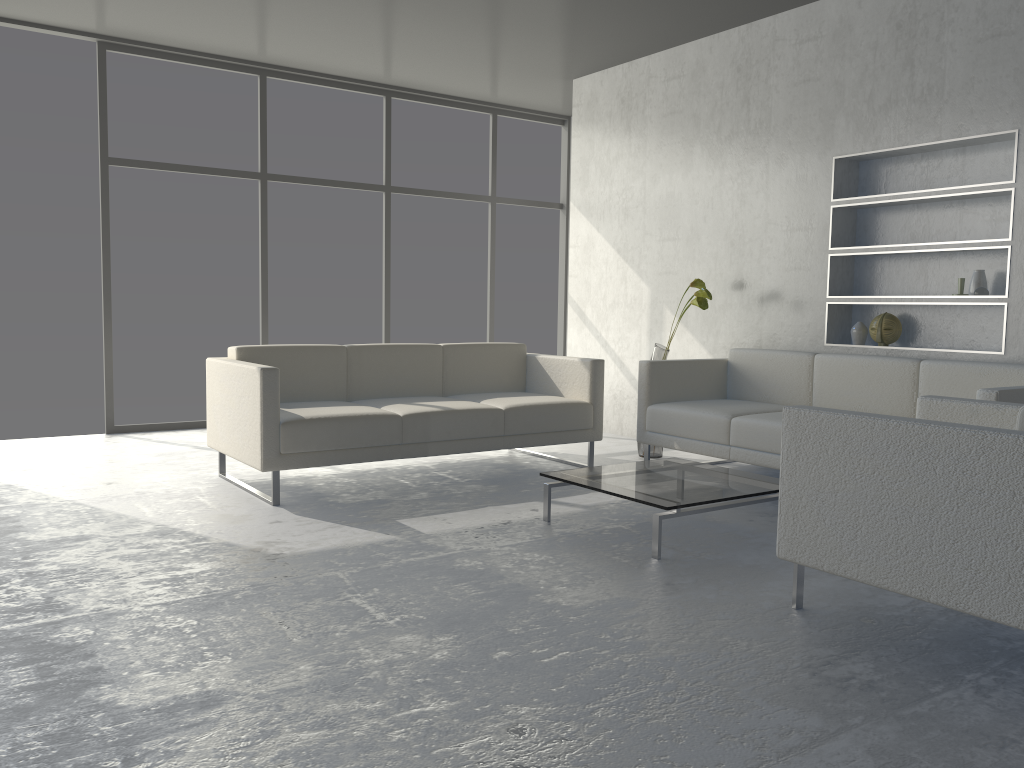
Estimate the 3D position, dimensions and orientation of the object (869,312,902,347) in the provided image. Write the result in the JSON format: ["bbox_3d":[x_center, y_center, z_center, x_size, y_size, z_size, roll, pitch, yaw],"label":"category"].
[{"bbox_3d":[1.897,-0.279,4.541,0.088,0.179,0.163,-4,7,-45],"label":"object"}]

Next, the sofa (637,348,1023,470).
[{"bbox_3d":[1.522,0.196,4.184,0.821,0.658,1.881,-2,6,-35],"label":"sofa"}]

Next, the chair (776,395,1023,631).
[{"bbox_3d":[1.284,0.341,2.415,0.748,0.662,0.821,-2,6,-35],"label":"chair"}]

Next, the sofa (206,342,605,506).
[{"bbox_3d":[-0.499,0.131,4.561,1.881,0.658,0.821,-2,6,-35],"label":"sofa"}]

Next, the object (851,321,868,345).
[{"bbox_3d":[1.833,-0.266,4.680,0.086,0.128,0.086,-1,5,-24],"label":"object"}]

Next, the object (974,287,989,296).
[{"bbox_3d":[2.163,-0.423,4.085,0.064,0.050,0.064,-2,6,-29],"label":"object"}]

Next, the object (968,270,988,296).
[{"bbox_3d":[2.183,-0.469,4.151,0.079,0.130,0.079,-3,6,-37],"label":"object"}]

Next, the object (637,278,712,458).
[{"bbox_3d":[0.952,-0.083,5.074,0.387,1.051,0.400,0,5,-7],"label":"object"}]

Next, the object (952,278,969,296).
[{"bbox_3d":[2.140,-0.457,4.225,0.074,0.094,0.074,3,5,19],"label":"object"}]

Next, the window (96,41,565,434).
[{"bbox_3d":[-0.935,-0.979,6.799,4.080,2.477,0.037,-2,6,-35],"label":"window"}]

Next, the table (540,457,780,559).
[{"bbox_3d":[0.633,0.471,3.541,0.773,0.190,0.730,-2,6,-35],"label":"table"}]
